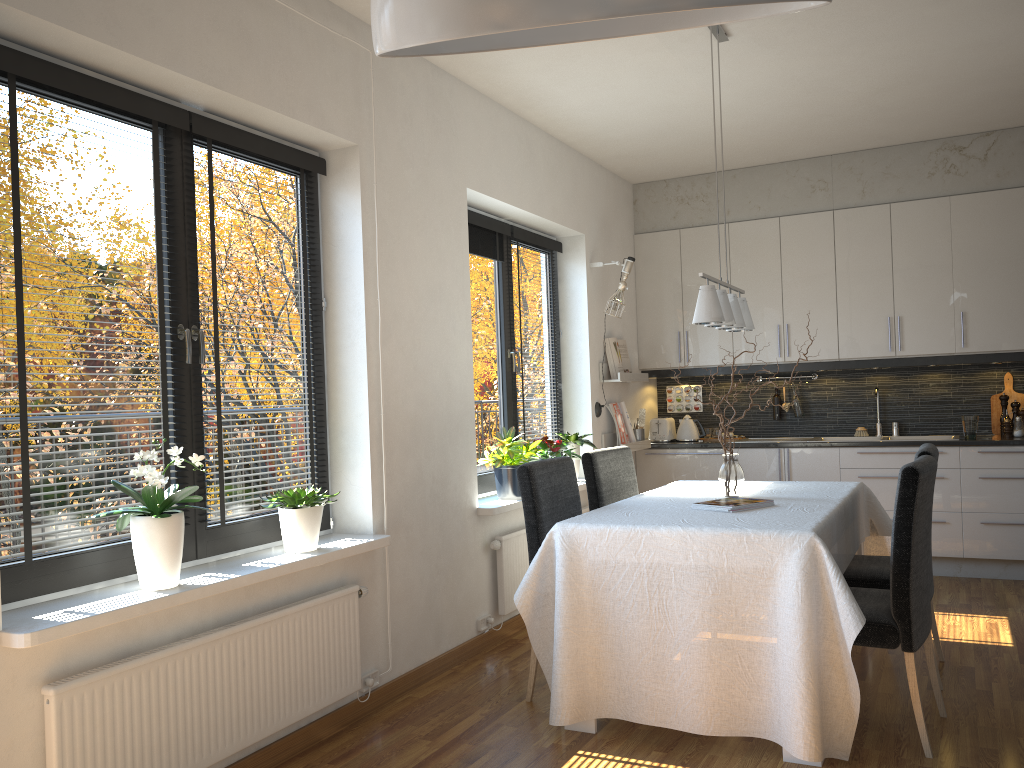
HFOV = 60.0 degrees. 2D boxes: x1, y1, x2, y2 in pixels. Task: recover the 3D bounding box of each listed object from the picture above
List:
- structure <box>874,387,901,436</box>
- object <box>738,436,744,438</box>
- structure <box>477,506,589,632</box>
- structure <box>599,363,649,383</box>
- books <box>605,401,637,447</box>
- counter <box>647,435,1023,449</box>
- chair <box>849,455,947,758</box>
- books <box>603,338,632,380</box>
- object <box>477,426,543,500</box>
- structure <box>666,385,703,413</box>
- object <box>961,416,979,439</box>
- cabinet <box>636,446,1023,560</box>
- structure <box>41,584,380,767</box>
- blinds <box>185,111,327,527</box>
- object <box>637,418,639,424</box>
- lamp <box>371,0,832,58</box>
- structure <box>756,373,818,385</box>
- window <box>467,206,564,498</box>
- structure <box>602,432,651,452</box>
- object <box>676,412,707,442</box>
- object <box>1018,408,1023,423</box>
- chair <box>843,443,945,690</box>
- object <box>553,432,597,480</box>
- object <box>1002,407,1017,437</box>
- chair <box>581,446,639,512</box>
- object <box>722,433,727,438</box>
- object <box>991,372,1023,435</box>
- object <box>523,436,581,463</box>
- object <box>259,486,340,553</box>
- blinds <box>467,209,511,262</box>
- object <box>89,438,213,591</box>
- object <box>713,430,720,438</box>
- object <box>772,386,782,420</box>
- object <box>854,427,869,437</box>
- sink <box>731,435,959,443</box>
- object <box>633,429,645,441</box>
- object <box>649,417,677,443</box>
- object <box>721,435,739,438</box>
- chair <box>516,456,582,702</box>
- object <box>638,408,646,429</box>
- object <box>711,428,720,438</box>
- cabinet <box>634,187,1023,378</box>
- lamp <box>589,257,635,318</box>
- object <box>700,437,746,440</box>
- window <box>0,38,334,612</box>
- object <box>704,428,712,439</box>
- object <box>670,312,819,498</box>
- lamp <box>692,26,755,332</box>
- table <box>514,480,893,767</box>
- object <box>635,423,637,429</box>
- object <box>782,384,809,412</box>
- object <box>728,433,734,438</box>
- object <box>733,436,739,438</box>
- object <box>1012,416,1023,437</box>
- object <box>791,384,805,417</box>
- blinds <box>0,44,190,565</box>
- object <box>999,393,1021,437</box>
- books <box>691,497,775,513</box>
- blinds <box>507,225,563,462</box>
[{"bbox_3d":[2.600,0.193,6.145,0.167,0.347,0.195,-2,0,19],"label":"structure"},{"bbox_3d":[1.650,0.392,6.648,0.024,0.017,0.249,-2,-1,-28],"label":"object"},{"bbox_3d":[0.190,0.994,4.942,0.078,0.459,1.457,-2,-1,28],"label":"structure"},{"bbox_3d":[0.777,-0.077,6.116,0.147,0.129,0.594,-2,-1,27],"label":"structure"},{"bbox_3d":[0.752,0.286,6.065,0.138,0.330,0.283,-2,-1,24],"label":"books"},{"bbox_3d":[2.916,0.446,5.768,4.251,0.192,0.622,-3,-1,27],"label":"counter"},{"bbox_3d":[1.244,0.750,3.208,0.545,0.960,0.461,-2,0,32],"label":"chair"},{"bbox_3d":[0.751,-0.167,6.114,0.109,0.299,0.364,-2,-1,27],"label":"books"},{"bbox_3d":[-0.008,0.415,4.711,0.299,0.384,0.333,-3,-1,42],"label":"object"},{"bbox_3d":[1.332,0.117,6.877,0.279,0.209,0.045,-2,0,27],"label":"structure"},{"bbox_3d":[2.909,0.276,5.632,0.102,0.146,0.102,-2,-1,27],"label":"object"},{"bbox_3d":[2.798,0.736,5.510,4.224,0.690,0.040,-3,0,27],"label":"cabinet"},{"bbox_3d":[-0.845,0.995,2.894,0.078,0.459,1.457,-2,-1,25],"label":"structure"},{"bbox_3d":[-0.917,-0.214,3.318,0.049,1.422,0.710,-2,0,27],"label":"blinds"},{"bbox_3d":[0.896,0.339,6.338,0.014,0.193,0.043,-2,0,37],"label":"object"},{"bbox_3d":[-0.050,-0.460,0.157,0.200,0.669,0.698,-2,-1,18],"label":"lamp"},{"bbox_3d":[2.014,-0.030,6.518,0.443,0.081,0.067,-3,-1,27],"label":"structure"},{"bbox_3d":[-0.035,-0.171,5.145,0.119,1.588,1.561,-2,-1,27],"label":"window"},{"bbox_3d":[0.794,0.395,6.114,0.147,0.129,0.594,-2,-1,27],"label":"structure"},{"bbox_3d":[1.305,0.326,6.542,0.178,0.236,0.204,-2,-1,-27],"label":"object"},{"bbox_3d":[3.256,0.243,5.648,0.058,0.184,0.058,-2,0,-31],"label":"object"},{"bbox_3d":[1.562,0.749,3.836,0.545,0.960,0.461,-2,0,27],"label":"chair"},{"bbox_3d":[0.367,0.450,5.509,0.354,0.315,0.292,-2,-1,18],"label":"object"},{"bbox_3d":[3.174,0.242,5.659,0.080,0.192,0.058,-2,0,11],"label":"object"},{"bbox_3d":[0.683,0.789,4.280,0.545,0.960,0.461,-2,0,32],"label":"chair"},{"bbox_3d":[1.566,0.382,6.548,0.045,0.045,0.046,-2,-1,30],"label":"object"},{"bbox_3d":[3.305,0.129,5.890,0.219,0.419,0.029,-2,0,27],"label":"object"},{"bbox_3d":[0.236,0.452,5.129,0.371,0.308,0.380,-2,-1,1],"label":"object"},{"bbox_3d":[-0.782,0.492,3.261,0.283,0.237,0.267,-2,-1,9],"label":"object"},{"bbox_3d":[-0.187,-0.811,4.808,0.049,0.229,0.710,-2,-1,27],"label":"blinds"},{"bbox_3d":[-1.031,0.387,2.656,0.340,0.444,0.286,-2,0,15],"label":"object"},{"bbox_3d":[1.530,0.373,6.607,0.065,0.064,0.065,-2,-1,27],"label":"object"},{"bbox_3d":[1.954,0.135,6.542,0.060,0.256,0.060,-2,0,-42],"label":"object"},{"bbox_3d":[2.464,0.337,6.255,0.097,0.065,0.099,-2,-1,18],"label":"object"},{"bbox_3d":[2.271,0.458,6.071,1.421,0.168,0.475,-3,-1,27],"label":"sink"},{"bbox_3d":[0.892,0.382,6.306,0.103,0.124,0.103,-2,-1,24],"label":"object"},{"bbox_3d":[1.127,0.349,6.641,0.175,0.192,0.253,-2,-1,27],"label":"object"},{"bbox_3d":[1.621,0.393,6.634,0.021,0.019,0.174,-2,-1,-41],"label":"object"},{"bbox_3d":[0.366,0.790,3.652,0.545,0.960,0.461,-2,0,27],"label":"chair"},{"bbox_3d":[0.930,0.306,6.316,0.060,0.267,0.119,-2,0,18],"label":"object"},{"bbox_3d":[1.532,0.368,6.682,0.071,0.076,0.071,-2,-1,27],"label":"object"},{"bbox_3d":[2.908,-0.664,5.841,4.236,1.069,0.458,-3,0,27],"label":"cabinet"},{"bbox_3d":[0.657,-0.621,5.777,0.312,0.395,0.131,-2,0,31],"label":"lamp"},{"bbox_3d":[1.558,0.410,6.633,0.335,0.012,0.213,-3,-1,28],"label":"object"},{"bbox_3d":[-11.232,2.495,8.871,12.969,18.369,21.837,-2,-1,-33],"label":"window"},{"bbox_3d":[1.458,0.370,6.620,0.071,0.076,0.071,-2,-1,19],"label":"object"},{"bbox_3d":[0.985,0.098,3.855,0.615,0.785,0.403,-2,0,1],"label":"object"},{"bbox_3d":[0.889,-0.883,3.791,0.131,1.284,0.759,-2,0,27],"label":"lamp"},{"bbox_3d":[0.940,0.870,3.771,1.235,0.763,1.856,-3,-1,27],"label":"table"},{"bbox_3d":[0.870,0.356,6.283,0.007,0.159,0.089,-2,0,-13],"label":"object"},{"bbox_3d":[2.069,0.103,6.483,0.188,0.203,0.072,-2,0,14],"label":"object"},{"bbox_3d":[1.617,0.380,6.549,0.043,0.043,0.044,-2,-1,24],"label":"object"},{"bbox_3d":[1.625,0.396,6.647,0.024,0.015,0.249,-2,-1,-18],"label":"object"},{"bbox_3d":[3.200,0.269,5.599,0.069,0.135,0.069,-2,0,2],"label":"object"},{"bbox_3d":[2.082,0.122,6.461,0.093,0.242,0.074,-2,0,0],"label":"object"},{"bbox_3d":[-1.242,-0.213,2.673,0.049,1.422,0.710,-2,0,27],"label":"blinds"},{"bbox_3d":[3.220,0.197,5.729,0.123,0.282,0.061,-2,0,27],"label":"object"},{"bbox_3d":[0.876,0.477,3.515,0.278,0.022,0.204,-1,-1,-37],"label":"books"},{"bbox_3d":[0.171,-0.216,5.472,0.049,1.422,0.710,-2,0,27],"label":"blinds"}]
